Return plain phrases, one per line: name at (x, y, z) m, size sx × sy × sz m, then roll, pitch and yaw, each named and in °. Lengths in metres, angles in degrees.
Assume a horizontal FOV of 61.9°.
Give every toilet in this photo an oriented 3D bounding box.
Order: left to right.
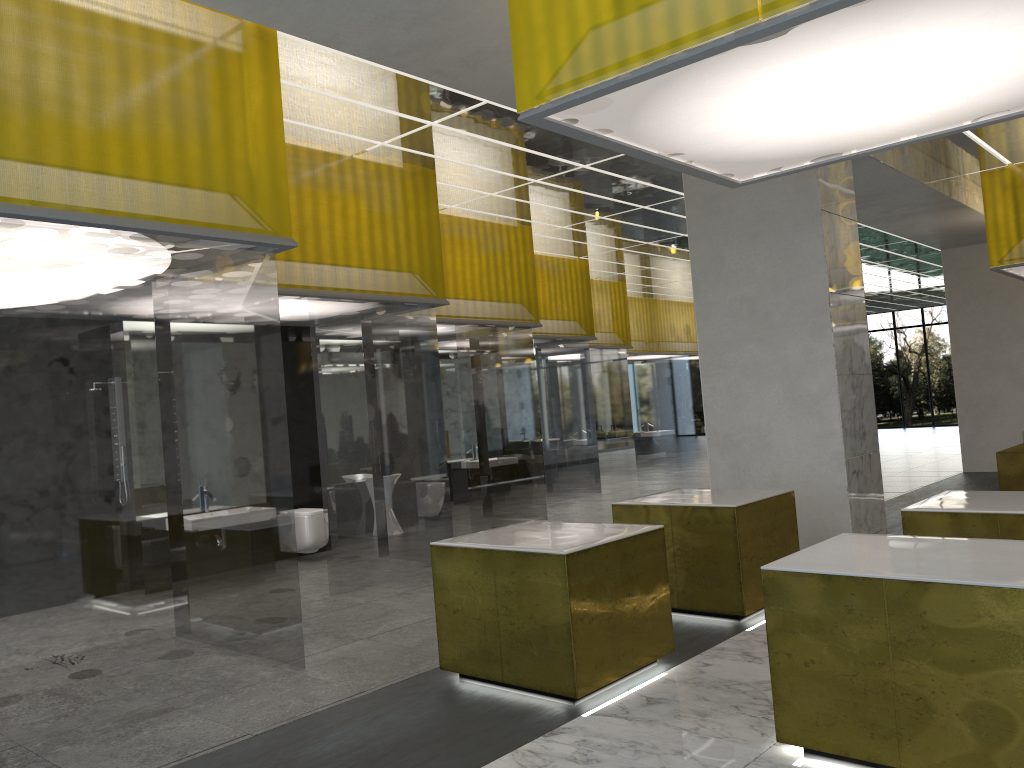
toilet at (-3.415, 2.428, 14.088) m, size 0.887 × 0.687 × 0.475 m, roll -6°, pitch -2°, yaw 42°

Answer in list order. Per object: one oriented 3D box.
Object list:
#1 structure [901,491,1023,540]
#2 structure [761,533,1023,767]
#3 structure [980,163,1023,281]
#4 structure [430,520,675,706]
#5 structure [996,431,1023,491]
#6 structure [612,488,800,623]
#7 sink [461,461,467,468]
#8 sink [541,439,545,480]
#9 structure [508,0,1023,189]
structure at (4.301, 1.567, 7.178) m, size 1.451 × 1.173 × 1.354 m, roll -6°, pitch -3°, yaw 42°
structure at (2.545, 1.626, 5.196) m, size 1.451 × 1.173 × 1.354 m, roll -6°, pitch -3°, yaw 42°
structure at (10.781, -3.333, 15.343) m, size 3.459 × 2.269 × 3.043 m, roll -6°, pitch -3°, yaw 42°
structure at (0.345, 1.845, 7.160) m, size 1.451 × 1.173 × 1.354 m, roll -6°, pitch -3°, yaw 42°
structure at (11.932, 0.506, 16.066) m, size 4.116 × 2.571 × 4.827 m, roll -6°, pitch -3°, yaw 42°
structure at (2.098, 1.786, 9.138) m, size 1.451 × 1.173 × 1.354 m, roll -6°, pitch -3°, yaw 42°
sink at (-0.635, 1.895, 21.378) m, size 0.930 × 1.053 × 1.300 m, roll -6°, pitch -3°, yaw 42°
sink at (1.020, 2.198, 25.595) m, size 0.857 × 1.514 × 0.935 m, roll -4°, pitch -2°, yaw -9°
structure at (2.241, -3.044, 5.709) m, size 3.458 × 2.269 × 3.043 m, roll -6°, pitch -3°, yaw 42°
